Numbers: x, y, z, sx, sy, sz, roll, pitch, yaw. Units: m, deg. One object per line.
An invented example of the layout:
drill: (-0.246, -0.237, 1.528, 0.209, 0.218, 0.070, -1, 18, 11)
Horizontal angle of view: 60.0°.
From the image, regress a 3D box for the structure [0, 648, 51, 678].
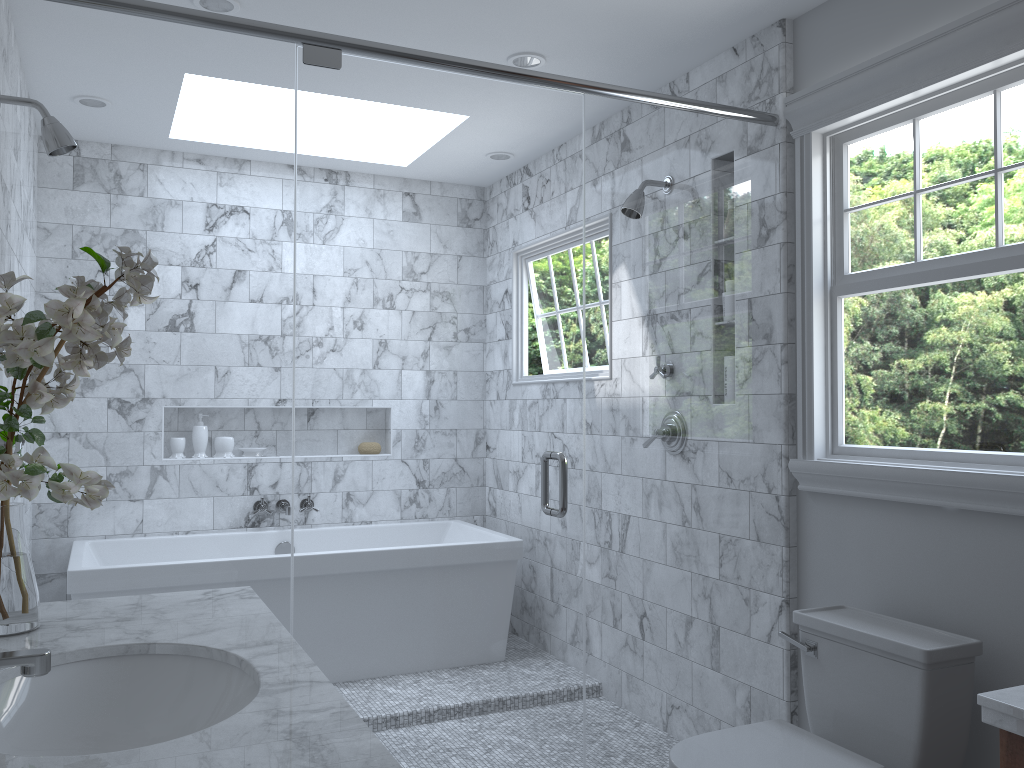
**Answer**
structure: (-0.808, 0.408, 1.197, 0.295, 0.069, 0.256, -1, -2, 24)

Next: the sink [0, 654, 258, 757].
sink: (-0.592, 0.599, 1.277, 0.494, 0.270, 0.517, -1, -2, 24)

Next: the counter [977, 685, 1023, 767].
counter: (1.271, 0.968, 1.357, 0.539, 0.810, 0.828, 1, -2, -25)

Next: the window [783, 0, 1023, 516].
window: (1.152, -0.303, 2.381, 0.149, 1.248, 1.040, 1, -2, -25)

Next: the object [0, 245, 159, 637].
object: (-0.841, 0.102, 1.636, 0.374, 0.706, 0.225, 0, -2, 6)

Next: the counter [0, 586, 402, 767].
counter: (-0.547, 0.824, 1.156, 0.638, 0.983, 1.657, 1, -2, -25)

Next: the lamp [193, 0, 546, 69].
lamp: (-0.651, -1.181, 3.516, 1.976, 0.050, 1.289, 1, -2, -25)

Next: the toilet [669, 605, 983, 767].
toilet: (0.706, 0.984, 2.194, 0.722, 0.727, 0.490, 1, -2, -25)
